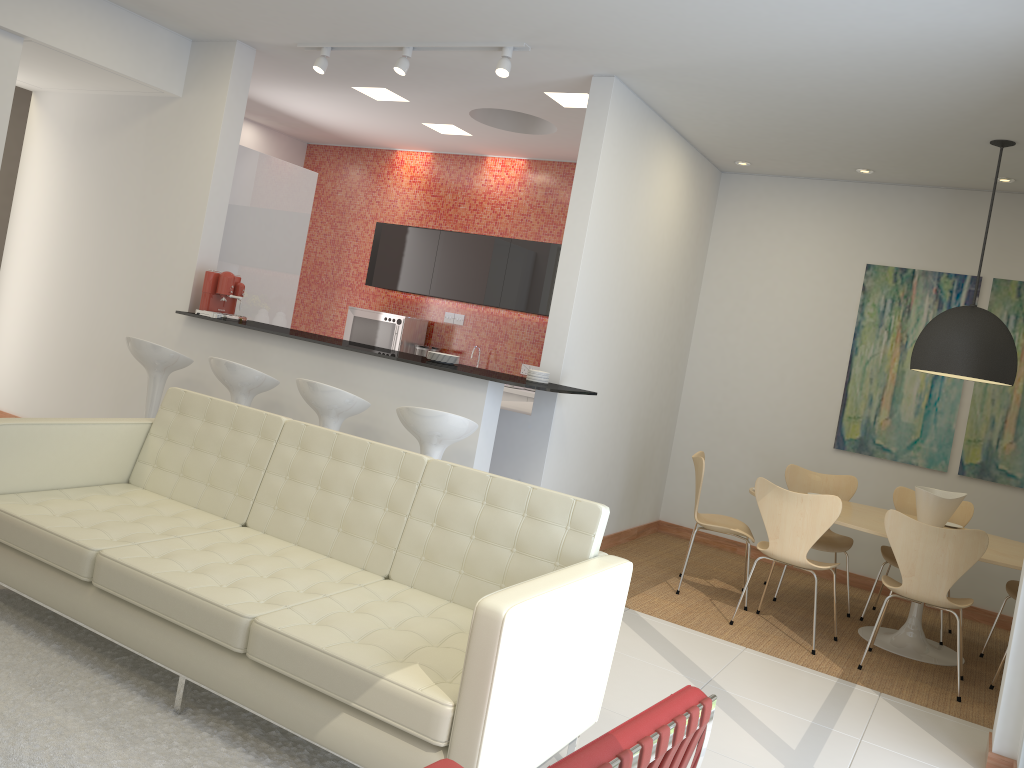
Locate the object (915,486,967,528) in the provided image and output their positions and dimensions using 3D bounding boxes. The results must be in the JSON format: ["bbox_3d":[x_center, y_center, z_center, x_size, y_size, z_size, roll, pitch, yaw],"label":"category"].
[{"bbox_3d":[2.646,0.787,5.532,0.260,0.280,0.272,10,2,-26],"label":"object"}]

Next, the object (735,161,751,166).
[{"bbox_3d":[1.903,-1.820,7.306,0.129,0.010,0.130,9,3,-16],"label":"object"}]

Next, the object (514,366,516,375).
[{"bbox_3d":[0.018,-0.069,8.222,0.009,0.195,0.140,10,1,-2],"label":"object"}]

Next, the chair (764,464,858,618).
[{"bbox_3d":[2.149,1.078,6.259,0.522,0.907,0.515,10,1,8],"label":"chair"}]

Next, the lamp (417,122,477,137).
[{"bbox_3d":[-0.587,-2.336,8.069,0.410,0.034,0.407,12,4,29],"label":"lamp"}]

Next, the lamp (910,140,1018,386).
[{"bbox_3d":[2.935,-0.775,5.534,0.597,1.493,0.591,11,1,31],"label":"lamp"}]

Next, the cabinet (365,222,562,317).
[{"bbox_3d":[0.023,-1.037,8.458,3.258,0.659,0.350,12,1,29],"label":"cabinet"}]

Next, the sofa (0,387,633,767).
[{"bbox_3d":[-0.935,0.666,3.447,2.577,0.922,0.997,12,2,29],"label":"sofa"}]

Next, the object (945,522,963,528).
[{"bbox_3d":[2.926,0.945,5.971,0.209,0.015,0.211,7,5,-44],"label":"object"}]

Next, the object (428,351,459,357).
[{"bbox_3d":[-0.442,-0.187,5.719,0.210,0.015,0.211,9,3,-17],"label":"object"}]

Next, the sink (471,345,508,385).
[{"bbox_3d":[-0.409,-0.111,8.527,0.812,0.537,0.415,12,2,29],"label":"sink"}]

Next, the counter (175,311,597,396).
[{"bbox_3d":[-0.925,-0.224,5.849,2.978,0.019,0.733,12,4,29],"label":"counter"}]

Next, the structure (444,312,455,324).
[{"bbox_3d":[-0.636,-0.671,8.975,0.114,0.104,0.013,11,1,29],"label":"structure"}]

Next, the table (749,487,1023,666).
[{"bbox_3d":[2.554,1.281,5.551,2.273,0.729,1.275,12,3,30],"label":"table"}]

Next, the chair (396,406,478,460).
[{"bbox_3d":[-0.483,0.625,4.831,0.458,1.021,0.463,10,1,15],"label":"chair"}]

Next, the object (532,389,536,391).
[{"bbox_3d":[0.212,0.022,8.231,0.121,0.084,0.121,10,2,-6],"label":"object"}]

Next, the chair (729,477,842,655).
[{"bbox_3d":[1.698,1.053,5.306,0.524,0.907,0.513,11,1,36],"label":"chair"}]

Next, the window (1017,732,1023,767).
[{"bbox_3d":[1.527,0.288,2.104,0.122,2.713,3.421,10,2,29],"label":"window"}]

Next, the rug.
[{"bbox_3d":[-1.662,1.062,2.465,3.344,0.004,2.434,12,4,30],"label":"rug"}]

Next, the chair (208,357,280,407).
[{"bbox_3d":[-1.743,0.355,5.540,0.459,1.021,0.462,11,1,40],"label":"chair"}]

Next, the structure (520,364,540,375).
[{"bbox_3d":[0.176,-0.128,8.476,0.199,0.099,0.016,12,1,29],"label":"structure"}]

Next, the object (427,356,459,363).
[{"bbox_3d":[-0.448,-0.152,5.719,0.210,0.015,0.211,9,3,-17],"label":"object"}]

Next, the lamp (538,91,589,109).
[{"bbox_3d":[0.457,-2.045,6.338,0.410,0.034,0.407,12,4,29],"label":"lamp"}]

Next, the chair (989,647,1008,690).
[{"bbox_3d":[2.948,1.316,4.666,0.522,0.907,0.515,10,1,12],"label":"chair"}]

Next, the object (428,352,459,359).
[{"bbox_3d":[-0.443,-0.180,5.719,0.210,0.015,0.211,9,3,-17],"label":"object"}]

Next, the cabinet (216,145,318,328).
[{"bbox_3d":[-2.824,-0.717,7.451,1.644,2.523,1.053,11,1,29],"label":"cabinet"}]

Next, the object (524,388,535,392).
[{"bbox_3d":[0.205,0.061,8.231,0.219,0.014,0.217,12,4,34],"label":"object"}]

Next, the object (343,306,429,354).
[{"bbox_3d":[-1.306,-0.490,9.013,0.725,0.470,0.434,12,2,29],"label":"object"}]

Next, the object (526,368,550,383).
[{"bbox_3d":[0.149,-0.067,5.486,0.174,0.097,0.139,11,2,22],"label":"object"}]

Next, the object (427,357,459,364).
[{"bbox_3d":[-0.449,-0.145,5.719,0.210,0.015,0.211,9,3,-17],"label":"object"}]

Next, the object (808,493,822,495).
[{"bbox_3d":[2.181,0.796,6.213,0.209,0.015,0.211,8,4,-39],"label":"object"}]

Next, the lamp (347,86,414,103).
[{"bbox_3d":[-1.064,-2.371,7.199,0.410,0.034,0.407,12,4,29],"label":"lamp"}]

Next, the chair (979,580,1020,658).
[{"bbox_3d":[3.378,1.343,5.530,0.513,0.907,0.524,10,1,-37],"label":"chair"}]

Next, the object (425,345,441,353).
[{"bbox_3d":[-0.815,-0.269,8.934,0.171,0.215,0.173,9,2,-43],"label":"object"}]

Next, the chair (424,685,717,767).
[{"bbox_3d":[-0.075,0.980,1.759,0.710,0.817,0.697,11,2,34],"label":"chair"}]

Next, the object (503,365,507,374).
[{"bbox_3d":[-0.043,-0.078,8.203,0.165,0.178,0.011,12,1,42],"label":"object"}]

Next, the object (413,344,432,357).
[{"bbox_3d":[-0.892,-0.270,8.711,0.171,0.215,0.173,9,2,-43],"label":"object"}]

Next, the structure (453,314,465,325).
[{"bbox_3d":[-0.533,-0.650,8.920,0.114,0.104,0.008,11,0,29],"label":"structure"}]

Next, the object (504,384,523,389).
[{"bbox_3d":[-0.008,0.026,8.164,0.218,0.014,0.219,9,4,-21],"label":"object"}]

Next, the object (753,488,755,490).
[{"bbox_3d":[1.722,0.730,5.935,0.209,0.015,0.211,8,4,-39],"label":"object"}]

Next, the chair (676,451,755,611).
[{"bbox_3d":[1.398,0.959,5.975,0.517,0.907,0.520,10,1,13],"label":"chair"}]

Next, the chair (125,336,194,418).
[{"bbox_3d":[-2.426,0.209,5.927,0.459,1.021,0.462,11,1,40],"label":"chair"}]

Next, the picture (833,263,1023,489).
[{"bbox_3d":[3.458,-0.064,6.680,1.747,1.507,0.020,11,1,29],"label":"picture"}]

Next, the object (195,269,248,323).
[{"bbox_3d":[-1.983,-0.621,6.269,0.322,0.337,0.319,11,2,29],"label":"object"}]

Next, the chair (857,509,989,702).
[{"bbox_3d":[2.302,1.184,4.933,0.524,0.907,0.513,11,1,29],"label":"chair"}]

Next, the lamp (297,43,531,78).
[{"bbox_3d":[-0.714,-2.105,5.744,1.830,0.199,0.112,12,2,29],"label":"lamp"}]

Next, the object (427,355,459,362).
[{"bbox_3d":[-0.447,-0.159,5.719,0.210,0.015,0.211,9,3,-17],"label":"object"}]

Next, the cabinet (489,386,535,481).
[{"bbox_3d":[-0.798,0.425,7.553,3.351,0.984,2.486,12,3,29],"label":"cabinet"}]

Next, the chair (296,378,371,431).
[{"bbox_3d":[-1.114,0.490,5.185,0.459,1.021,0.462,11,1,40],"label":"chair"}]

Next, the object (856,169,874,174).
[{"bbox_3d":[2.726,-1.643,6.840,0.129,0.010,0.130,9,3,-16],"label":"object"}]

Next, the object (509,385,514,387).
[{"bbox_3d":[-0.001,-0.013,8.164,0.120,0.084,0.121,8,3,-41],"label":"object"}]

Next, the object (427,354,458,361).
[{"bbox_3d":[-0.445,-0.166,5.719,0.210,0.015,0.211,9,3,-17],"label":"object"}]

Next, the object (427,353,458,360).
[{"bbox_3d":[-0.444,-0.173,5.719,0.210,0.015,0.211,9,3,-17],"label":"object"}]

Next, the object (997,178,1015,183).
[{"bbox_3d":[3.548,-1.467,6.375,0.129,0.010,0.130,9,3,-16],"label":"object"}]

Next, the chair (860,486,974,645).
[{"bbox_3d":[2.762,1.203,6.018,0.524,0.907,0.513,11,1,33],"label":"chair"}]
